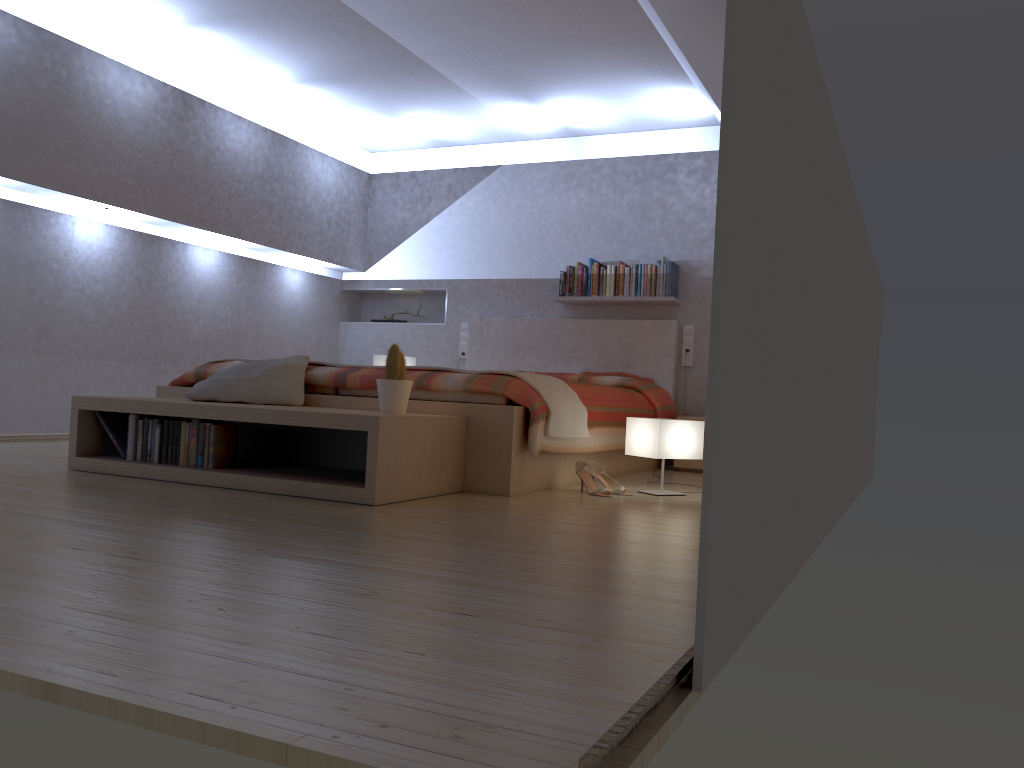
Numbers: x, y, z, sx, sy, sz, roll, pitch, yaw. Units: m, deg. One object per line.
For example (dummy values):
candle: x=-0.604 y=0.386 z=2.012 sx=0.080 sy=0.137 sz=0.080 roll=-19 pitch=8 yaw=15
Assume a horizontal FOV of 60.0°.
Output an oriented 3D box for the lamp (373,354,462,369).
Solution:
lamp: x=-0.770 y=-0.004 z=6.926 sx=0.684 sy=0.515 sz=0.318 roll=4 pitch=-1 yaw=-37

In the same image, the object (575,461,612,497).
object: x=0.349 y=0.402 z=3.785 sx=0.079 sy=0.132 sz=0.235 roll=4 pitch=-1 yaw=-34

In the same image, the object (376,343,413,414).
object: x=-0.461 y=-0.023 z=3.488 sx=0.144 sy=0.294 sz=0.144 roll=4 pitch=-1 yaw=-40

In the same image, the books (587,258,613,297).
books: x=0.663 y=-0.764 z=6.457 sx=0.178 sy=0.281 sz=0.200 roll=3 pitch=-1 yaw=25

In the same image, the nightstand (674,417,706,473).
nightstand: x=1.546 y=0.394 z=5.548 sx=0.859 sy=0.329 sz=0.847 roll=3 pitch=-1 yaw=25

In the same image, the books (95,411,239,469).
books: x=-1.423 y=0.220 z=3.612 sx=0.652 sy=0.193 sz=0.157 roll=3 pitch=-1 yaw=25

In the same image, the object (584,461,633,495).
object: x=0.419 y=0.407 z=3.860 sx=0.235 sy=0.132 sz=0.079 roll=3 pitch=-1 yaw=30

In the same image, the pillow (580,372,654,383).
pillow: x=0.654 y=0.001 z=6.169 sx=0.566 sy=0.188 sz=0.497 roll=3 pitch=-1 yaw=25

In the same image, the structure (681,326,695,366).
structure: x=1.248 y=-0.270 z=6.284 sx=0.077 sy=0.286 sz=0.034 roll=3 pitch=-1 yaw=25

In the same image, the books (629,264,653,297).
books: x=0.942 y=-0.725 z=6.328 sx=0.159 sy=0.231 sz=0.200 roll=3 pitch=-1 yaw=25

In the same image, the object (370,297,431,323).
object: x=-0.927 y=-0.624 z=7.466 sx=0.589 sy=0.242 sz=0.183 roll=3 pitch=-1 yaw=23

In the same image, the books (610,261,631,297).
books: x=0.805 y=-0.746 z=6.386 sx=0.140 sy=0.260 sz=0.209 roll=3 pitch=-1 yaw=25

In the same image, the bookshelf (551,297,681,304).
bookshelf: x=0.745 y=-0.604 z=6.409 sx=0.916 sy=0.028 sz=0.223 roll=3 pitch=-1 yaw=25

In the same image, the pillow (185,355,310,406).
pillow: x=-1.173 y=-0.027 z=3.979 sx=0.498 sy=0.241 sz=0.470 roll=3 pitch=-1 yaw=-10

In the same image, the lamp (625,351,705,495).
lamp: x=1.001 y=0.125 z=4.998 sx=0.396 sy=0.788 sz=2.551 roll=3 pitch=-1 yaw=15

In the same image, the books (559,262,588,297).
books: x=0.484 y=-0.761 z=6.531 sx=0.209 sy=0.260 sz=0.215 roll=3 pitch=-1 yaw=25

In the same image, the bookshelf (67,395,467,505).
bookshelf: x=-1.002 y=0.241 z=3.615 sx=1.495 sy=0.303 sz=0.643 roll=3 pitch=-1 yaw=25

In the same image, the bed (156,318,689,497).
bed: x=-0.220 y=-0.037 z=5.277 sx=2.087 sy=0.994 sz=3.009 roll=3 pitch=-1 yaw=25

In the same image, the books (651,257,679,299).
books: x=1.081 y=-0.744 z=6.264 sx=0.145 sy=0.281 sz=0.200 roll=3 pitch=-1 yaw=25

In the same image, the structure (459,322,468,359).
structure: x=-0.374 y=-0.345 z=7.032 sx=0.077 sy=0.286 sz=0.034 roll=3 pitch=-1 yaw=25
